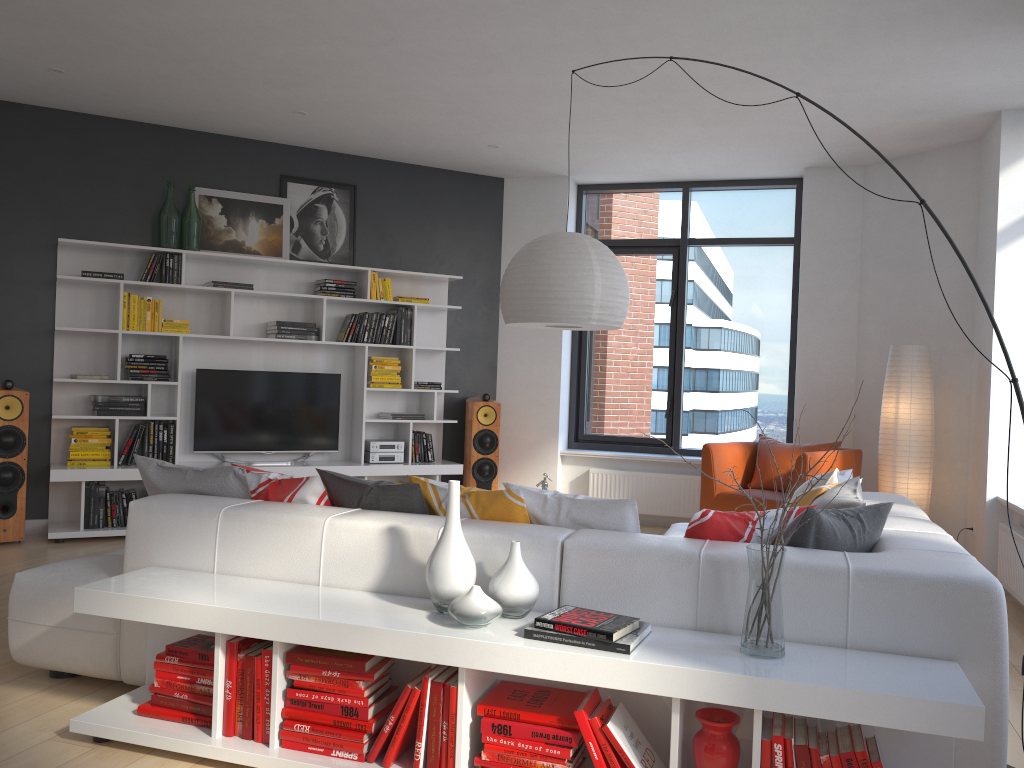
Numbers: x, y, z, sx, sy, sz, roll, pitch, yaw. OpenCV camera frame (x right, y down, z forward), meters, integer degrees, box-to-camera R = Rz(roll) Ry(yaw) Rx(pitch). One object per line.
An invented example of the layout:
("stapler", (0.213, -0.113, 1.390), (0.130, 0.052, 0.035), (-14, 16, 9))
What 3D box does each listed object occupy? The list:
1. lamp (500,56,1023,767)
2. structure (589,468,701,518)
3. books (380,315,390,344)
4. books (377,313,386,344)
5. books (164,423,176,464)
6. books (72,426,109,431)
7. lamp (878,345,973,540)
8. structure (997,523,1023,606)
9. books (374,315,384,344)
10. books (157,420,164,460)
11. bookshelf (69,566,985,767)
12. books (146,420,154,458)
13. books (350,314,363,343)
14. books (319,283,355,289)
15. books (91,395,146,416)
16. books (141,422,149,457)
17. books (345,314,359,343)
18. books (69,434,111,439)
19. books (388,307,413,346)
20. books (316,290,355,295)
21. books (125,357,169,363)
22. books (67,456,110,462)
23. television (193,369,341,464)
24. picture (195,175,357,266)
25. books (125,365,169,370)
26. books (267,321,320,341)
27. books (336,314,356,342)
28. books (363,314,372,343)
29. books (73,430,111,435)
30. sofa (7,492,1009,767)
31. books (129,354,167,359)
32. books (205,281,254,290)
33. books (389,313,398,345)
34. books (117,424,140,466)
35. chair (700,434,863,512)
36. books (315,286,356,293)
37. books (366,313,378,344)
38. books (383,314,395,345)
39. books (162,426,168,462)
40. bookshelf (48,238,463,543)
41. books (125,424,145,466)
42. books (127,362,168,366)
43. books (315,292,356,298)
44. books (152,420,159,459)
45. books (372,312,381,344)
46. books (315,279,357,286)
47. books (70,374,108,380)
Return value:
("lamp", (1.051, -0.088, 3.086), (0.710, 2.647, 3.199), (2, 0, -37))
("structure", (1.377, 0.994, 7.530), (1.474, 0.460, 0.110), (2, 0, 17))
("books", (-1.061, -0.439, 7.195), (0.071, 0.243, 0.179), (2, 0, -29))
("books", (-1.090, -0.445, 7.194), (0.075, 0.254, 0.192), (2, 0, -29))
("books", (-2.508, 0.437, 6.492), (0.051, 0.297, 0.230), (2, 0, -28))
("books", (-2.987, 0.317, 6.289), (0.234, 0.024, 0.171), (2, 0, -24))
("lamp", (2.757, 0.509, 5.937), (0.502, 1.550, 0.804), (2, 0, -22))
("structure", (2.828, 1.063, 4.847), (0.110, 0.460, 1.015), (2, 0, 17))
("books", (-1.098, -0.438, 7.160), (0.069, 0.242, 0.172), (2, 0, -27))
("books", (-2.575, 0.426, 6.462), (0.034, 0.315, 0.239), (2, 0, -28))
("bookshelf", (-0.108, 0.945, 2.599), (2.600, 0.500, 0.356), (2, 0, 17))
("books", (-2.629, 0.424, 6.430), (0.034, 0.314, 0.237), (2, 0, -28))
("books", (-1.263, -0.440, 7.091), (0.081, 0.233, 0.169), (2, 0, -29))
("books", (-1.394, -0.774, 7.042), (0.246, 0.026, 0.180), (2, 0, -25))
("books", (-2.820, 0.154, 6.344), (0.343, 0.137, 0.277), (2, 0, -28))
("books", (-2.654, 0.432, 6.411), (0.028, 0.301, 0.213), (2, 0, -28))
("books", (-1.297, -0.441, 7.089), (0.096, 0.234, 0.187), (2, 0, -27))
("books", (-2.978, 0.366, 6.272), (0.238, 0.023, 0.167), (2, 0, -12))
("books", (-0.929, -0.468, 7.308), (0.128, 0.321, 0.259), (2, 0, -28))
("books", (-1.405, -0.721, 7.045), (0.264, 0.020, 0.189), (2, 0, -29))
("books", (-2.639, -0.170, 6.427), (0.284, 0.030, 0.214), (2, 0, -19))
("books", (-2.981, 0.527, 6.256), (0.269, 0.025, 0.213), (2, 0, -25))
("television", (-1.877, 0.254, 6.857), (1.102, 0.704, 0.207), (2, 0, -28))
("picture", (-1.839, -1.295, 6.948), (1.279, 0.707, 0.076), (2, 0, -28))
("books", (-2.634, -0.119, 6.405), (0.284, 0.030, 0.214), (2, 0, -19))
("books", (-1.708, -0.409, 6.908), (0.343, 0.137, 0.277), (2, 0, -33))
("books", (-1.325, -0.443, 7.069), (0.104, 0.234, 0.182), (2, 0, -28))
("books", (-1.191, -0.441, 7.137), (0.068, 0.243, 0.179), (2, 0, -29))
("books", (-2.968, 0.343, 6.273), (0.234, 0.024, 0.171), (2, 0, -24))
("sofa", (0.094, 0.829, 4.092), (3.424, 0.732, 2.614), (2, 0, 17))
("books", (-2.625, -0.198, 6.404), (0.246, 0.026, 0.180), (2, 0, -20))
("books", (-2.126, -0.729, 6.659), (0.310, 0.047, 0.250), (2, 0, -32))
("books", (-1.003, -0.445, 7.239), (0.066, 0.260, 0.197), (2, 0, -28))
("books", (-2.766, 0.434, 6.371), (0.142, 0.284, 0.232), (2, 0, -28))
("chair", (1.977, 0.821, 6.473), (0.843, 0.858, 0.896), (2, 0, -40))
("books", (-1.410, -0.746, 7.064), (0.284, 0.030, 0.214), (2, 0, -24))
("books", (-1.160, -0.445, 7.158), (0.084, 0.249, 0.191), (2, 0, -28))
("books", (-1.032, -0.441, 7.222), (0.084, 0.249, 0.191), (2, 0, -28))
("books", (-2.543, 0.447, 6.472), (0.028, 0.272, 0.200), (2, 0, -28))
("bookshelf", (-1.813, 0.083, 6.762), (3.000, 2.052, 0.455), (2, 0, -28))
("books", (-2.712, 0.433, 6.379), (0.100, 0.289, 0.210), (2, 0, -29))
("books", (-2.636, -0.144, 6.408), (0.264, 0.020, 0.189), (2, 0, -24))
("books", (-1.403, -0.695, 7.043), (0.284, 0.030, 0.214), (2, 0, -24))
("books", (-2.601, 0.419, 6.448), (0.026, 0.326, 0.237), (2, 0, -28))
("books", (-1.130, -0.449, 7.175), (0.066, 0.260, 0.197), (2, 0, -28))
("books", (-1.401, -0.801, 7.050), (0.266, 0.030, 0.209), (2, 0, -34))
("books", (-2.965, -0.049, 6.226), (0.209, 0.030, 0.266), (2, 0, -34))
